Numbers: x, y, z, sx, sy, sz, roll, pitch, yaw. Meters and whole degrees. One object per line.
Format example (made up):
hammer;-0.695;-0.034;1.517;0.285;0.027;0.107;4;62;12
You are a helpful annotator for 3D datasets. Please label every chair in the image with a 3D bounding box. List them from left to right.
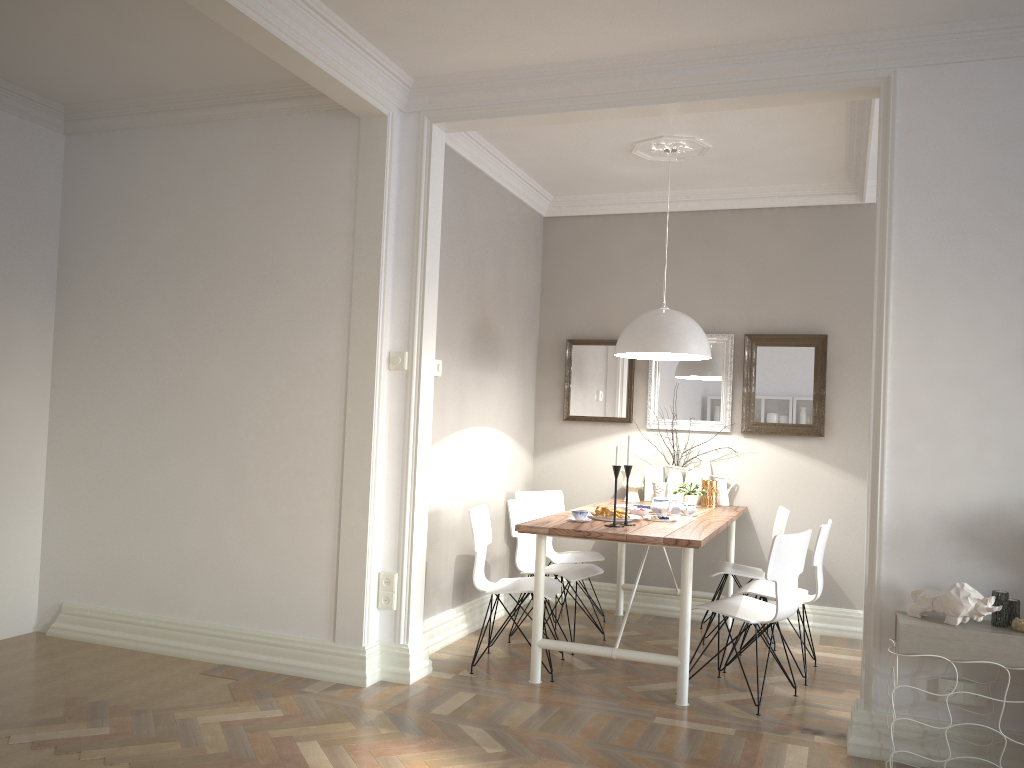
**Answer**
chair;0.020;1.022;4.455;0.479;0.785;0.432;2;-2;10
chair;0.245;1.057;5.013;0.479;0.785;0.432;1;-2;30
chair;0.293;1.085;5.600;0.432;0.785;0.479;4;-2;-38
chair;1.371;1.116;5.236;0.479;0.785;0.432;2;-2;10
chair;1.086;1.053;4.108;0.479;0.785;0.432;1;-2;40
chair;1.386;1.088;4.590;0.479;0.785;0.432;2;-2;25

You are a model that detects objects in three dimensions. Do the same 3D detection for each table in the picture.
table;0.743;1.091;4.870;0.853;0.750;1.988;2;-3;20
table;1.619;1.138;3.128;0.553;0.575;0.299;2;-2;21

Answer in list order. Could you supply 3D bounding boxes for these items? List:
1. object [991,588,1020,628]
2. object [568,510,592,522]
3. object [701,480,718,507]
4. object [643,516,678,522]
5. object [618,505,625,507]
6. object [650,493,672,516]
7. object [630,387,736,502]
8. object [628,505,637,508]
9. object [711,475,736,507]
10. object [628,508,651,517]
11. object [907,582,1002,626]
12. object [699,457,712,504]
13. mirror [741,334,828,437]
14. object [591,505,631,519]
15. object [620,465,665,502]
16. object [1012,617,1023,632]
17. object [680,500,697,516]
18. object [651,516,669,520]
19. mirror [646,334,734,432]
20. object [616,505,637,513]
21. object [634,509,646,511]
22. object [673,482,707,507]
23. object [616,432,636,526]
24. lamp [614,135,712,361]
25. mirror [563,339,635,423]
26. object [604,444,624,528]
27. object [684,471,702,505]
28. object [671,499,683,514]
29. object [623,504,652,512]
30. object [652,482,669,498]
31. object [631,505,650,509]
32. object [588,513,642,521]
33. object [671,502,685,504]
object;1.749;0.789;3.147;0.123;0.134;0.062;4;-2;-29
object;0.340;0.647;4.356;0.116;0.056;0.137;4;-3;-39
object;1.233;0.684;5.537;0.095;0.163;0.095;4;-2;-30
object;0.767;0.698;4.583;0.180;0.014;0.180;3;-3;-14
object;0.622;0.692;4.913;0.057;0.037;0.073;4;-3;-31
object;0.822;0.660;4.864;0.143;0.118;0.124;1;-2;25
object;1.096;0.375;5.642;0.698;0.781;0.352;2;-2;3
object;0.655;0.675;4.910;0.020;0.003;0.194;3;-3;-12
object;1.334;0.678;5.645;0.136;0.194;0.115;4;-2;-39
object;0.681;0.688;4.742;0.129;0.038;0.129;2;-3;20
object;1.569;0.774;3.150;0.137;0.150;0.311;4;-3;-40
object;1.240;0.624;5.705;0.091;0.301;0.091;3;-2;-26
mirror;1.717;0.005;5.593;0.503;0.636;0.049;2;-2;20
object;0.495;0.655;4.534;0.197;0.063;0.188;3;-2;-9
object;0.842;0.645;5.767;0.310;0.228;0.172;4;-2;-26
object;1.779;0.830;3.048;0.099;0.046;0.104;4;-3;-23
object;0.972;0.684;4.885;0.090;0.086;0.090;3;-2;-25
object;0.769;0.693;4.572;0.100;0.025;0.066;3;-2;-3
mirror;1.166;-0.012;5.809;0.544;0.632;0.047;2;-2;20
object;0.626;0.693;4.902;0.129;0.038;0.129;1;-3;25
object;0.680;0.687;4.742;0.085;0.039;0.082;3;-2;-15
object;1.088;0.673;5.405;0.178;0.162;0.169;4;-2;-29
object;0.561;0.459;4.300;0.095;0.448;0.095;2;-2;16
lamp;0.861;-0.741;4.936;0.530;1.181;0.530;2;-2;28
mirror;0.592;-0.021;6.020;0.474;0.557;0.052;2;-2;20
object;0.494;0.478;4.212;0.095;0.396;0.095;2;-2;16
object;1.145;0.661;5.610;0.114;0.209;0.113;2;-2;21
object;0.920;0.685;4.970;0.072;0.086;0.086;3;-2;-14
object;0.746;0.716;5.097;0.287;0.019;0.287;3;-3;-7
object;0.942;0.693;5.643;0.094;0.132;0.097;3;-2;-13
object;0.744;0.712;5.102;0.194;0.022;0.201;0;-3;40
object;0.518;0.682;4.536;0.287;0.019;0.287;2;-3;8
object;0.961;0.709;5.132;0.116;0.056;0.116;3;-2;-7
